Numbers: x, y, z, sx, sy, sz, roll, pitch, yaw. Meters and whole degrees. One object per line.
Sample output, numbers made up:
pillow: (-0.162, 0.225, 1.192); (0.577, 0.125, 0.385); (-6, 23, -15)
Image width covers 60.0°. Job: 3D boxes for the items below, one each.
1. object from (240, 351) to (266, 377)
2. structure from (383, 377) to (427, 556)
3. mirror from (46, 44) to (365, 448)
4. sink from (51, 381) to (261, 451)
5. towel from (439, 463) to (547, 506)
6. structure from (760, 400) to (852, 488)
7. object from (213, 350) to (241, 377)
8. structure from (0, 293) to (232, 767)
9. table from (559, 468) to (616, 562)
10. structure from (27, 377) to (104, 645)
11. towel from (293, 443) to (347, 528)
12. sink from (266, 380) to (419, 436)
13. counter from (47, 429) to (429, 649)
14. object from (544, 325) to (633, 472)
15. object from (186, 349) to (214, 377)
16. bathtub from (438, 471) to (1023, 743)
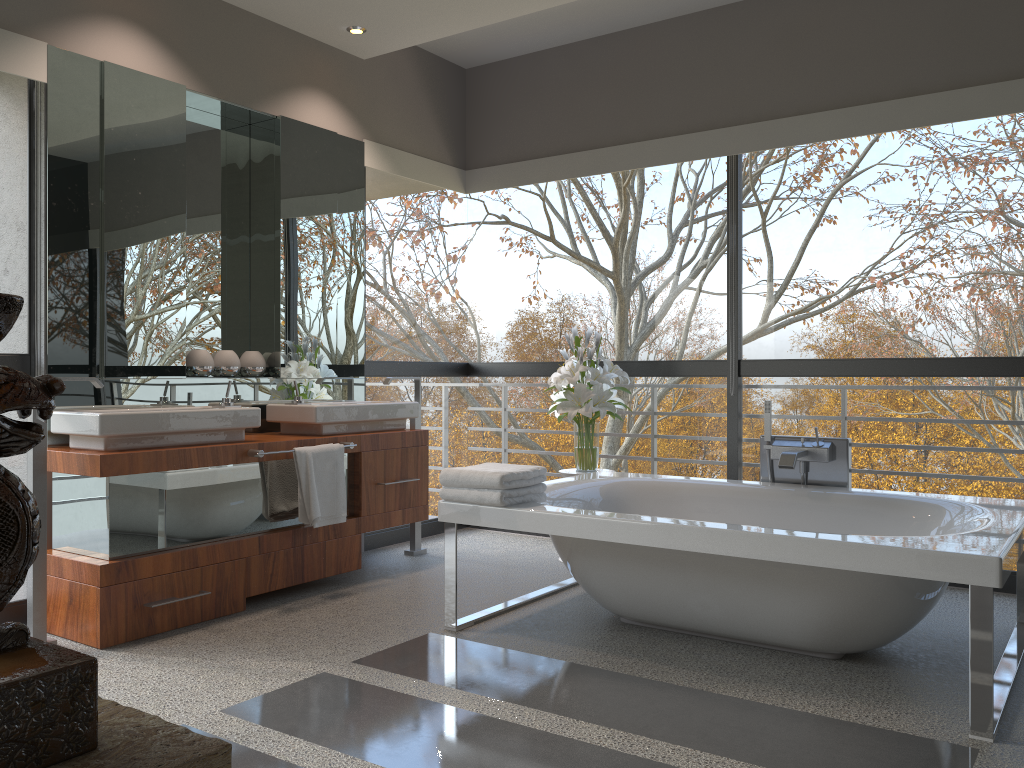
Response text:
object: (-1.309, -0.100, 4.467); (0.136, 0.130, 0.136); (0, 0, -13)
structure: (-0.594, 0.456, 4.882); (0.069, 0.989, 0.303); (0, 0, 35)
mirror: (-1.428, -0.549, 4.323); (0.253, 1.618, 1.790); (0, 0, 35)
sink: (-1.456, 0.120, 3.687); (0.352, 0.266, 0.750); (0, 0, 35)
towel: (-0.071, 0.399, 3.499); (0.322, 0.145, 0.305); (0, 1, 38)
structure: (1.268, 0.520, 3.961); (0.402, 0.885, 0.330); (0, 0, 35)
object: (-1.398, -0.099, 4.337); (0.136, 0.130, 0.136); (0, 0, -13)
structure: (-0.437, 0.450, 0.662); (0.292, 1.074, 0.328); (0, 0, 35)
table: (0.406, 0.711, 4.801); (0.307, 0.479, 0.307); (0, 0, 18)
structure: (-1.677, 0.469, 3.310); (0.069, 0.989, 0.303); (0, 0, 35)
towel: (-0.856, 0.457, 3.990); (0.079, 0.368, 0.302); (0, 0, 35)
sink: (-0.853, 0.113, 4.561); (0.352, 0.266, 0.750); (0, 0, 35)
counter: (-1.122, 0.602, 4.081); (0.524, 0.704, 1.848); (0, 0, 35)
object: (0.392, 0.074, 4.804); (0.460, 0.796, 0.450); (0, 0, -28)
object: (-1.485, -0.098, 4.211); (0.136, 0.130, 0.136); (0, 0, -13)
bathtub: (0.889, 0.710, 3.487); (1.958, 0.504, 1.327); (0, 1, 35)
